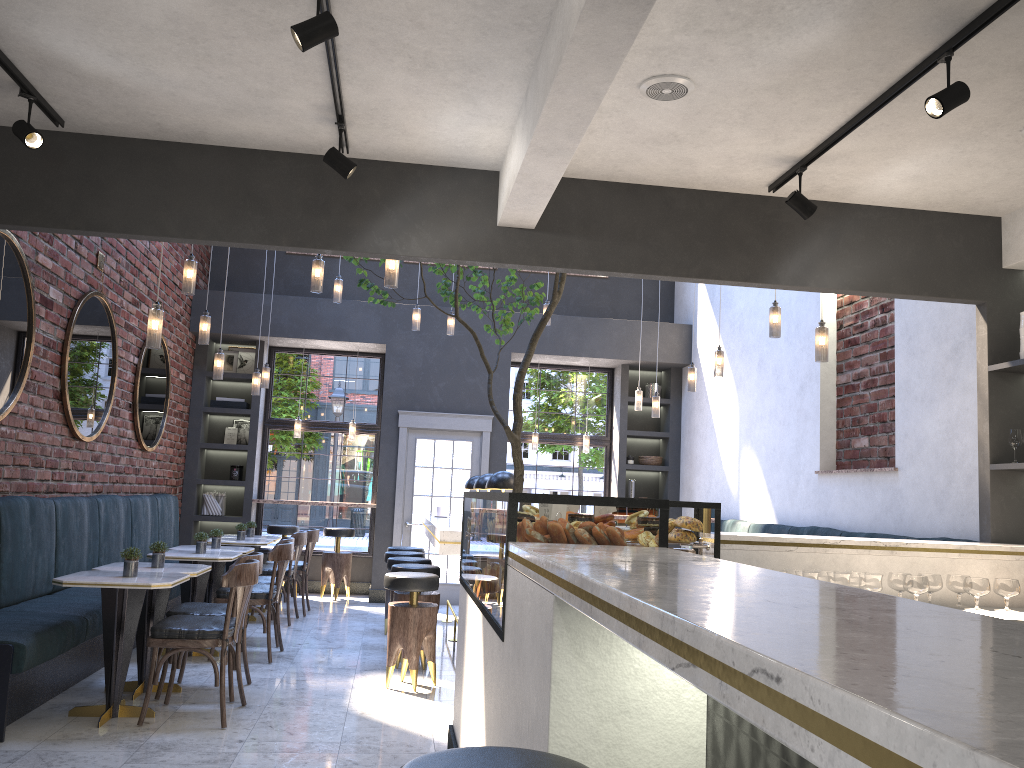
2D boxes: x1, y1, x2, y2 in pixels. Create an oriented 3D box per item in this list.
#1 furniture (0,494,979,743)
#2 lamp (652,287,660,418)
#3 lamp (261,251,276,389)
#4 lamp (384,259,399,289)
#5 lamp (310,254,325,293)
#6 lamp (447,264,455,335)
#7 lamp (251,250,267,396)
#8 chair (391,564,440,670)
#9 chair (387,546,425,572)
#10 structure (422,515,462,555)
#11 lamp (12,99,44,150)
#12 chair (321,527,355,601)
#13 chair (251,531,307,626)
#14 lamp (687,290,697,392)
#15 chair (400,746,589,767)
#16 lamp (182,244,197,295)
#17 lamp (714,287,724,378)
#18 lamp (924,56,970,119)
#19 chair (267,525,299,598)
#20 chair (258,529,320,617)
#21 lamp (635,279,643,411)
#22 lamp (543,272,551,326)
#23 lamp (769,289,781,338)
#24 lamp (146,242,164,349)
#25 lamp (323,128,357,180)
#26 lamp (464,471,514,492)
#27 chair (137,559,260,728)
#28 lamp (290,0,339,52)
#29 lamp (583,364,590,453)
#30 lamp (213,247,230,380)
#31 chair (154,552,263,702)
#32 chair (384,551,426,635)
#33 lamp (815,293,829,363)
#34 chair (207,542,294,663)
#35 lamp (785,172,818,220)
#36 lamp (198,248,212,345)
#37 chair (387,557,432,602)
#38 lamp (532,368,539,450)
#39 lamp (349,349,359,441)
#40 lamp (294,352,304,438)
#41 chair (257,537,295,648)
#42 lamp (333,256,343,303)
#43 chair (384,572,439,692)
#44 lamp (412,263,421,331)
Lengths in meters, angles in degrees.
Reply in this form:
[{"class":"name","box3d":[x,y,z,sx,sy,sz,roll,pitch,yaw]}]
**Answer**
[{"class":"furniture","box3d":[-0.449,1.613,7.258,6.021,1.150,5.346,3,-7,-7]},{"class":"lamp","box3d":[1.564,-1.690,9.322,0.078,4.100,0.078,5,-7,-22]},{"class":"lamp","box3d":[-2.474,-1.992,9.440,0.078,4.100,0.078,5,-7,-22]},{"class":"lamp","box3d":[-0.619,-2.604,5.444,0.078,4.100,0.078,0,-7,22]},{"class":"lamp","box3d":[-1.234,-2.659,6.248,0.078,4.100,0.078,0,-7,22]},{"class":"lamp","box3d":[-0.570,-2.564,9.758,0.078,4.100,0.078,5,-7,-22]},{"class":"lamp","box3d":[-2.405,-1.927,8.860,0.078,4.100,0.078,5,-7,-22]},{"class":"chair","box3d":[-0.736,1.729,6.621,0.372,0.736,0.371,0,-7,20]},{"class":"chair","box3d":[-1.056,1.974,8.687,0.372,0.736,0.371,-2,-8,36]},{"class":"structure","box3d":[-0.219,1.685,7.349,0.990,1.049,3.493,3,-7,-7]},{"class":"lamp","box3d":[-2.149,-1.153,3.947,0.157,0.235,0.088,-2,-8,33]},{"class":"chair","box3d":[-2.055,2.104,10.416,0.372,0.820,0.371,9,-9,-44]},{"class":"chair","box3d":[-2.249,1.831,8.455,0.521,0.850,0.539,3,-7,-6]},{"class":"lamp","box3d":[1.716,-1.966,8.244,0.078,4.100,0.078,-4,-9,45]},{"class":"chair","box3d":[-0.038,1.070,1.465,0.372,0.820,0.371,9,-9,-44]},{"class":"lamp","box3d":[-1.998,-2.615,5.957,0.078,4.100,0.078,5,-7,-22]},{"class":"lamp","box3d":[1.806,-2.092,7.587,0.078,4.100,0.078,-4,-9,45]},{"class":"lamp","box3d":[1.582,-1.075,3.224,0.157,0.235,0.088,4,-7,-13]},{"class":"chair","box3d":[-2.698,2.068,10.358,0.371,0.820,0.372,9,-9,-44]},{"class":"chair","box3d":[-2.257,1.904,9.035,0.521,0.850,0.497,4,-7,-8]},{"class":"lamp","box3d":[1.482,-1.744,9.992,0.078,4.100,0.078,5,-7,-22]},{"class":"lamp","box3d":[0.445,-2.636,9.319,0.078,4.100,0.078,5,-7,-22]},{"class":"lamp","box3d":[1.957,-2.365,6.525,0.078,4.100,0.078,5,-7,-22]},{"class":"lamp","box3d":[-1.929,-2.237,5.229,0.078,4.100,0.078,5,-7,-22]},{"class":"lamp","box3d":[-0.796,-1.071,4.121,0.157,0.238,0.088,4,-7,-13]},{"class":"lamp","box3d":[-0.289,-0.908,4.010,4.184,3.253,8.842,6,-8,-24]},{"class":"chair","box3d":[-1.715,1.415,4.955,0.521,0.850,0.539,3,-7,-6]},{"class":"lamp","box3d":[-0.651,-1.213,2.941,0.157,0.238,0.088,4,-7,-13]},{"class":"lamp","box3d":[0.968,0.161,11.303,0.078,1.427,0.078,0,-7,22]},{"class":"lamp","box3d":[-2.379,-2.074,7.681,0.078,4.100,0.078,3,-7,0]},{"class":"chair","box3d":[-1.851,1.480,5.517,0.521,0.850,0.539,3,-7,-6]},{"class":"chair","box3d":[-0.982,1.889,7.985,0.370,0.736,0.372,5,-7,-16]},{"class":"lamp","box3d":[2.036,-2.175,5.804,0.078,4.100,0.078,5,-7,-22]},{"class":"chair","box3d":[-1.949,1.625,6.709,0.521,0.850,0.539,3,-7,-6]},{"class":"lamp","box3d":[1.437,-0.934,4.403,0.157,0.235,0.088,4,-7,-13]},{"class":"lamp","box3d":[-2.286,-2.342,7.069,0.078,4.100,0.078,3,-7,0]},{"class":"chair","box3d":[-0.861,1.809,7.306,0.372,0.736,0.371,-2,-8,36]},{"class":"lamp","box3d":[0.317,0.122,11.221,0.078,1.427,0.078,-4,-9,45]},{"class":"lamp","box3d":[-1.928,-0.015,10.936,0.078,1.427,0.078,-4,-9,45]},{"class":"lamp","box3d":[-2.579,-0.055,10.854,0.078,1.427,0.078,0,-7,22]},{"class":"chair","box3d":[-2.094,1.696,7.324,0.521,0.850,0.539,4,-7,-14]},{"class":"lamp","box3d":[-1.563,-2.808,8.630,0.078,4.100,0.078,5,-7,-22]},{"class":"chair","box3d":[-0.687,1.643,5.922,0.372,0.736,0.371,-2,-8,36]},{"class":"lamp","box3d":[-0.868,-2.571,9.081,0.078,4.100,0.078,5,-7,-22]}]
